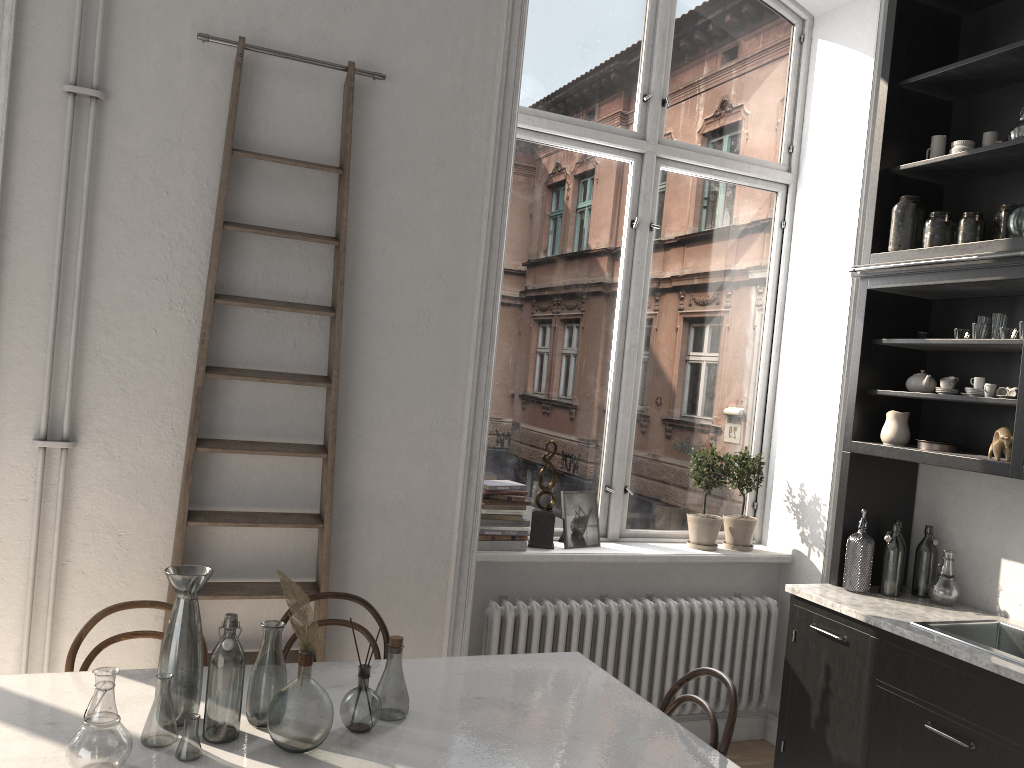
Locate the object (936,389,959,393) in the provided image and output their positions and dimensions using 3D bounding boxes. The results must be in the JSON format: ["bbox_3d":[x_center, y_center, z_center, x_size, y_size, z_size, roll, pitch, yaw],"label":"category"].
[{"bbox_3d":[1.762,0.032,3.590,0.085,0.015,0.085,5,1,-9],"label":"object"}]

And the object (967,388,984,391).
[{"bbox_3d":[1.813,0.026,3.446,0.085,0.016,0.085,6,1,18],"label":"object"}]

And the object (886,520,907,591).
[{"bbox_3d":[1.659,0.741,3.841,0.086,0.301,0.086,5,1,-9],"label":"object"}]

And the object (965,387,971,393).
[{"bbox_3d":[1.834,0.032,3.532,0.056,0.033,0.058,5,1,-6],"label":"object"}]

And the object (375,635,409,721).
[{"bbox_3d":[-0.321,0.787,2.390,0.101,0.212,0.101,6,1,16],"label":"object"}]

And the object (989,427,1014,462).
[{"bbox_3d":[1.799,0.220,3.249,0.069,0.123,0.173,6,1,9],"label":"object"}]

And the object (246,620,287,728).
[{"bbox_3d":[-0.621,0.739,2.268,0.100,0.255,0.098,6,2,44],"label":"object"}]

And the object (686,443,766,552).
[{"bbox_3d":[1.058,0.563,4.443,0.500,0.524,0.234,5,1,-34],"label":"object"}]

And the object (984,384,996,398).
[{"bbox_3d":[1.818,0.027,3.382,0.049,0.054,0.039,5,1,3],"label":"object"}]

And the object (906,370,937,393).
[{"bbox_3d":[1.729,-0.009,3.746,0.140,0.100,0.125,5,1,-41],"label":"object"}]

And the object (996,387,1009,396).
[{"bbox_3d":[1.870,0.034,3.365,0.049,0.041,0.056,6,1,40],"label":"object"}]

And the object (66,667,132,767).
[{"bbox_3d":[-0.895,0.735,1.935,0.132,0.219,0.132,5,1,-34],"label":"object"}]

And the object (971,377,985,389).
[{"bbox_3d":[1.815,0.001,3.450,0.039,0.055,0.049,5,1,-2],"label":"object"}]

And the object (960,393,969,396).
[{"bbox_3d":[1.832,0.046,3.533,0.085,0.015,0.085,5,1,-36],"label":"object"}]

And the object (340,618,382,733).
[{"bbox_3d":[-0.380,0.747,2.280,0.107,0.283,0.106,5,1,-28],"label":"object"}]

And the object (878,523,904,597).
[{"bbox_3d":[1.601,0.738,3.731,0.086,0.301,0.086,5,1,-37],"label":"object"}]

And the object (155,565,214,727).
[{"bbox_3d":[-0.825,0.656,2.220,0.116,0.383,0.116,5,1,-12],"label":"object"}]

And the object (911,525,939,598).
[{"bbox_3d":[1.758,0.752,3.768,0.086,0.301,0.086,6,1,23],"label":"object"}]

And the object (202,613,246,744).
[{"bbox_3d":[-0.695,0.709,2.156,0.086,0.301,0.086,5,1,-37],"label":"object"}]

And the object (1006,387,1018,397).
[{"bbox_3d":[1.888,0.031,3.345,0.058,0.041,0.048,5,1,-45],"label":"object"}]

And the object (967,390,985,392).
[{"bbox_3d":[1.813,0.032,3.444,0.085,0.016,0.085,6,1,9],"label":"object"}]

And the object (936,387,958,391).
[{"bbox_3d":[1.762,0.025,3.592,0.085,0.017,0.085,5,1,-27],"label":"object"}]

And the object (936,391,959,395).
[{"bbox_3d":[1.761,0.039,3.590,0.085,0.015,0.085,5,1,-9],"label":"object"}]

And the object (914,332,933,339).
[{"bbox_3d":[1.765,-0.198,3.809,0.071,0.047,0.071,6,1,15],"label":"object"}]

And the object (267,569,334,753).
[{"bbox_3d":[-0.497,0.656,2.141,0.157,0.446,0.157,5,1,-5],"label":"object"}]

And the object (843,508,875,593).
[{"bbox_3d":[1.470,0.698,3.744,0.109,0.349,0.108,4,2,-42],"label":"object"}]

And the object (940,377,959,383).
[{"bbox_3d":[1.765,-0.008,3.590,0.055,0.047,0.058,5,1,-8],"label":"object"}]

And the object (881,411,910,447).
[{"bbox_3d":[1.617,0.186,3.727,0.127,0.144,0.115,4,1,-44],"label":"object"}]

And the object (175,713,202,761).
[{"bbox_3d":[-0.740,0.811,2.040,0.058,0.094,0.058,5,1,5],"label":"object"}]

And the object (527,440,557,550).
[{"bbox_3d":[0.154,0.500,4.056,0.122,0.488,0.102,5,1,2],"label":"object"}]

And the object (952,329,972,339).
[{"bbox_3d":[1.786,-0.192,3.520,0.071,0.047,0.071,6,1,15],"label":"object"}]

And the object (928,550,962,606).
[{"bbox_3d":[1.784,0.795,3.645,0.132,0.219,0.120,5,1,-23],"label":"object"}]

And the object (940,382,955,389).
[{"bbox_3d":[1.762,0.011,3.590,0.055,0.033,0.058,6,1,42],"label":"object"}]

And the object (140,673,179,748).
[{"bbox_3d":[-0.830,0.770,2.103,0.083,0.158,0.083,5,1,-27],"label":"object"}]

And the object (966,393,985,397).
[{"bbox_3d":[1.811,0.045,3.445,0.085,0.015,0.085,5,1,-36],"label":"object"}]

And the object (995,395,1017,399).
[{"bbox_3d":[1.875,0.052,3.356,0.085,0.015,0.085,5,1,-36],"label":"object"}]

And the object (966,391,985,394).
[{"bbox_3d":[1.812,0.039,3.445,0.085,0.015,0.085,5,1,-36],"label":"object"}]

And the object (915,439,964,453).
[{"bbox_3d":[1.737,0.254,3.610,0.180,0.037,0.180,5,1,-38],"label":"object"}]
